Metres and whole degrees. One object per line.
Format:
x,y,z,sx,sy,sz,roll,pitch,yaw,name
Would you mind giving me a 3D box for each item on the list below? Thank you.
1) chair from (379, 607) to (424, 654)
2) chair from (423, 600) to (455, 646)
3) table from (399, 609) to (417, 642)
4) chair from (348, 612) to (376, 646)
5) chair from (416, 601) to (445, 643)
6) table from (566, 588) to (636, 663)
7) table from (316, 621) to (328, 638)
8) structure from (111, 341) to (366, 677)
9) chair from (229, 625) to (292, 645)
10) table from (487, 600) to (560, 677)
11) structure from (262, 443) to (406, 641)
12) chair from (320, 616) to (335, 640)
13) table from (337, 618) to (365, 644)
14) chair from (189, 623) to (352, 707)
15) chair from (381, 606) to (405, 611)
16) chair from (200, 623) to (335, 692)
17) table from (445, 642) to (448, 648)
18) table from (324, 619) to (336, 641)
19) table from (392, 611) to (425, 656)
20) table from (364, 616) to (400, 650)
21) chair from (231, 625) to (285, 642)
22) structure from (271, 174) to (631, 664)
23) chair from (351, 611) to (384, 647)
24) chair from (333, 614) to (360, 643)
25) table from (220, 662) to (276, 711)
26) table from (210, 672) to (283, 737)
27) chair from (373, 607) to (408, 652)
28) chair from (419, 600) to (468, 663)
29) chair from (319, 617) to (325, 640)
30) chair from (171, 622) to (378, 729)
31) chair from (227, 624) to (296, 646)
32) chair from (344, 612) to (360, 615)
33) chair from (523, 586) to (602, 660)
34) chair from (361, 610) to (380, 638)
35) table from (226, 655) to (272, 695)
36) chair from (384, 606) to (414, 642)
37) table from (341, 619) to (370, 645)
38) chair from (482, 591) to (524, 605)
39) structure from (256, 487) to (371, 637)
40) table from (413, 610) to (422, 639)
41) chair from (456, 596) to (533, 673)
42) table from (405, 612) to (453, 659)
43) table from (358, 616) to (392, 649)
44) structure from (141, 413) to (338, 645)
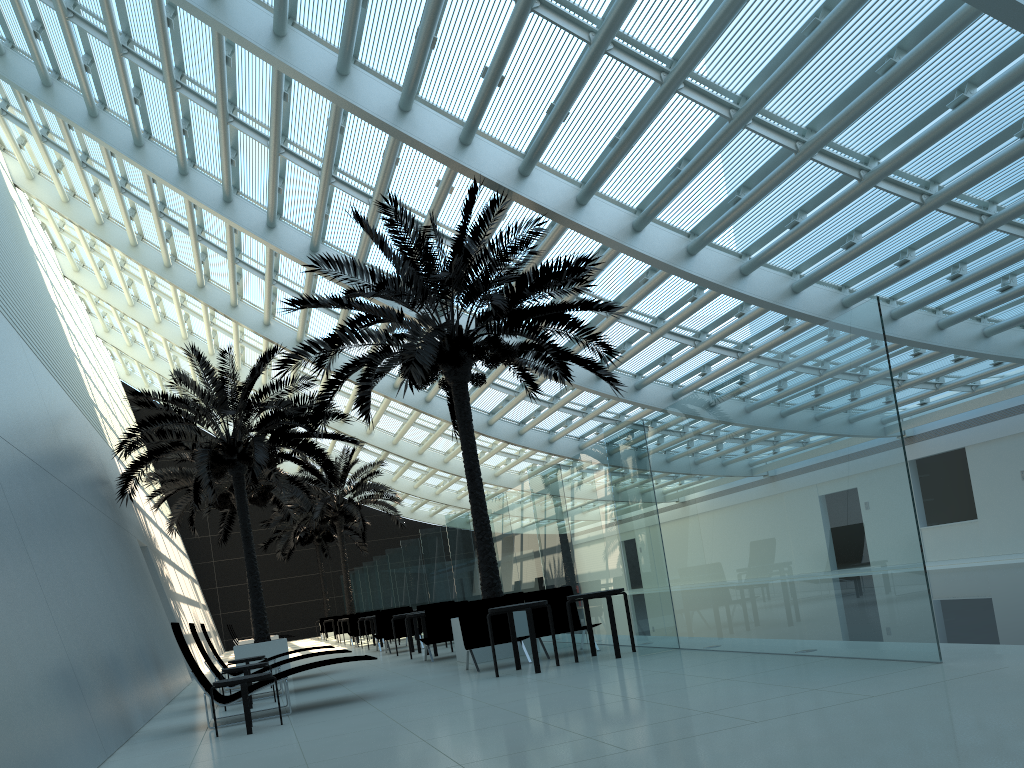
-2.270,5.089,18.050,0.711,0.868,0.913,-7,-8,-18,chair
-1.387,5.017,18.323,0.711,0.868,0.913,-7,-8,-18,chair
-2.591,6.230,22.517,0.688,0.764,0.686,-11,-8,20,table
-4.353,7.048,25.129,0.711,0.868,0.913,-7,-8,-18,chair
-1.861,5.472,19.972,0.711,0.868,0.913,-7,-8,-18,chair
1.041,2.833,10.259,0.692,0.764,0.682,-13,-8,29,table
-7.924,10.425,37.100,0.692,0.764,0.682,-13,-8,29,table
-5.294,2.423,17.393,4.611,6.691,4.396,-4,-8,-39,structure
-8.824,8.886,30.721,2.024,1.133,0.948,-5,-8,-17,chair
0.123,2.908,9.975,0.692,0.764,0.682,-13,-8,29,table
-6.149,5.669,31.240,4.786,6.873,4.568,-6,-6,-24,structure
-7.098,9.602,34.342,0.711,0.868,0.913,-7,-8,-18,chair
-5.108,7.800,27.630,0.688,0.764,0.686,-11,-8,20,table
-3.310,3.730,12.110,2.024,1.133,0.948,-5,-8,-17,chair
-3.470,6.976,25.402,0.711,0.868,0.913,-7,-8,-18,chair
-4.043,4.415,14.585,2.024,1.133,0.948,-5,-8,-17,chair
-0.982,4.725,17.087,0.688,0.764,0.686,-11,-8,20,table
-6.724,9.310,33.083,0.688,0.764,0.686,-11,-8,20,table
-1.900,4.800,16.803,0.688,0.764,0.686,-11,-8,20,table
-3.100,5.914,20.820,0.690,0.764,0.684,-12,-8,25,table
-9.580,9.593,33.273,2.024,1.133,0.948,-5,-8,-17,chair
-0.685,0.564,12.819,4.826,6.874,4.531,-9,-6,1,structure
-3.883,6.597,23.492,0.711,0.868,0.913,-7,-8,-18,chair
-5.475,8.085,28.865,0.711,0.868,0.913,-7,-8,-18,chair
-3.292,3.766,10.864,0.562,0.506,0.558,-13,-9,25,table
-2.558,3.080,8.388,0.562,0.506,0.558,-13,-9,25,table
-2.744,5.543,19.699,0.711,0.868,0.913,-7,-8,-18,chair
-1.092,3.999,14.124,0.711,0.868,0.913,-7,-8,-18,chair
-7.568,10.054,35.980,0.711,0.868,0.913,-7,-8,-18,chair
-2.576,3.044,9.635,2.024,1.133,0.948,-5,-8,-17,chair
-8.091,8.200,28.246,2.024,1.133,0.948,-5,-8,-17,chair
-6.214,9.531,34.615,0.711,0.868,0.913,-7,-8,-18,chair
0.669,3.095,11.384,0.711,0.868,0.913,-7,-8,-18,chair
-4.591,8.013,29.137,0.711,0.868,0.913,-7,-8,-18,chair
-4.025,4.452,13.339,0.562,0.506,0.558,-13,-9,25,table
-3.000,6.525,23.765,0.711,0.868,0.913,-7,-8,-18,chair
-4.709,7.419,26.250,0.690,0.764,0.684,-12,-8,25,table
-0.209,3.927,14.397,0.711,0.868,0.913,-7,-8,-18,chair
-8.446,7.838,39.086,4.426,6.872,4.941,-4,-8,-39,structure
-2.181,5.840,21.104,0.690,0.764,0.684,-12,-8,25,table
-0.215,3.166,11.112,0.711,0.868,0.913,-7,-8,-18,chair
-1.448,4.369,15.244,0.690,0.764,0.684,-12,-8,25,table
-3.509,6.304,22.233,0.688,0.764,0.686,-11,-8,20,table
-7.204,4.009,23.110,4.330,6.749,4.683,-10,-6,16,structure
